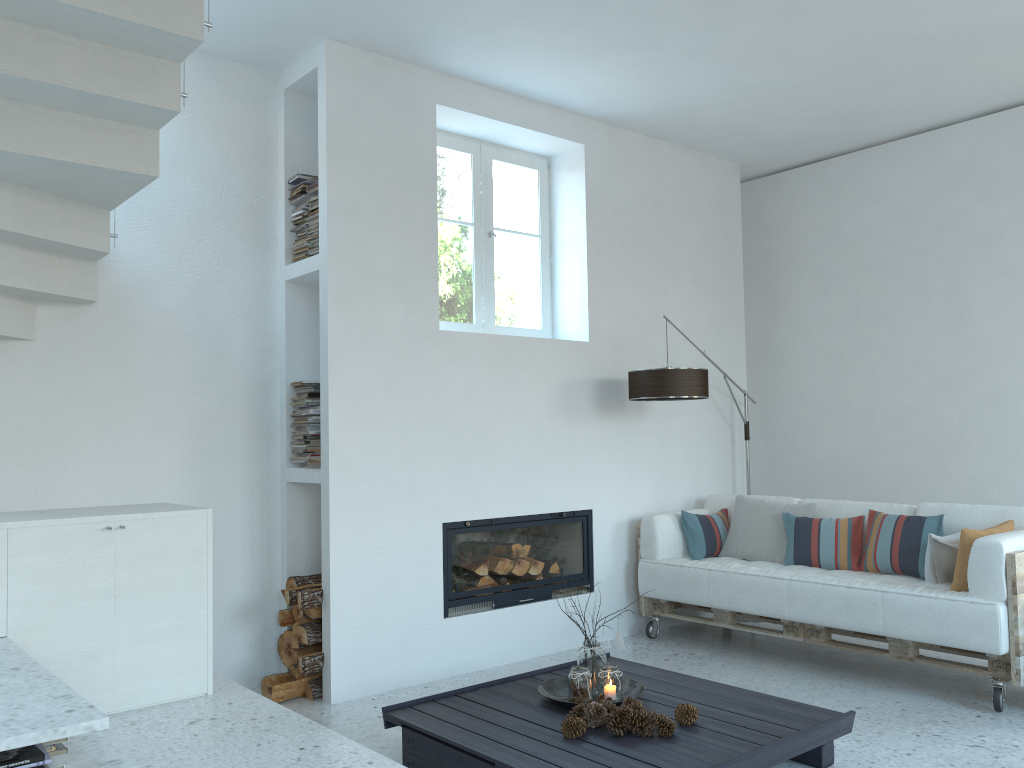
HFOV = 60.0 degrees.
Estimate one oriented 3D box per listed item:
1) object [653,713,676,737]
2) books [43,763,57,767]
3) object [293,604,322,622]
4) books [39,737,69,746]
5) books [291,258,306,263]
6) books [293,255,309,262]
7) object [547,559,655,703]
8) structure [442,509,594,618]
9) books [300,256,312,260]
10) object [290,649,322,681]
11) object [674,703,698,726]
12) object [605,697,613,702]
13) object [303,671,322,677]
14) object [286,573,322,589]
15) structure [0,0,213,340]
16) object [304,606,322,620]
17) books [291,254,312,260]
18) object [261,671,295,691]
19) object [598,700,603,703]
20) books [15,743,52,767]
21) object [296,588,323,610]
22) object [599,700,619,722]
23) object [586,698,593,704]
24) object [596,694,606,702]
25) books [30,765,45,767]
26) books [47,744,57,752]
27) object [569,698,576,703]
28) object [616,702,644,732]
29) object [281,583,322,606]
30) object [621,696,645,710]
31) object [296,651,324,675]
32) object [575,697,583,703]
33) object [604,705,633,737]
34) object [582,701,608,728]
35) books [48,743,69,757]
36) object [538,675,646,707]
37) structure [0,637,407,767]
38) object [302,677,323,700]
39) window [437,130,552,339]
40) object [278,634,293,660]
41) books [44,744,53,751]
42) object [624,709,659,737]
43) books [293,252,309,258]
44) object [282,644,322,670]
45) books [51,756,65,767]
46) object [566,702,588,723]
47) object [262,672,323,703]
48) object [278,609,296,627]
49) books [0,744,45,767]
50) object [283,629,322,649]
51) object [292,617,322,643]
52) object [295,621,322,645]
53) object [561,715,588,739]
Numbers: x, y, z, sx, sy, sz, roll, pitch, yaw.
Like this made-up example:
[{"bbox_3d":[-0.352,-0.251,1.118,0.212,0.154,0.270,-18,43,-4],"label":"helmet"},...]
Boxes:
[{"bbox_3d":[0.533,1.197,3.104,0.082,0.085,0.082,0,-3,-25],"label":"object"},{"bbox_3d":[-1.139,0.857,1.892,0.297,0.014,0.185,2,-5,-41],"label":"books"},{"bbox_3d":[-0.963,1.170,4.578,0.328,0.152,0.133,2,-4,-43],"label":"object"},{"bbox_3d":[-1.197,0.847,2.148,0.190,0.015,0.230,1,-4,-35],"label":"books"},{"bbox_3d":[-0.999,-0.631,4.689,0.290,0.013,0.157,2,-5,-44],"label":"books"},{"bbox_3d":[-1.003,-0.649,4.694,0.273,0.006,0.158,2,-5,-42],"label":"books"},{"bbox_3d":[0.372,0.990,3.608,0.435,0.521,0.309,-1,-3,-10],"label":"object"},{"bbox_3d":[-0.130,1.057,5.293,1.211,0.584,0.735,2,-5,-43],"label":"structure"},{"bbox_3d":[-0.995,-0.642,4.684,0.250,0.009,0.187,2,-5,-41],"label":"books"},{"bbox_3d":[-0.911,1.361,4.435,0.446,0.207,0.084,2,-4,-45],"label":"object"},{"bbox_3d":[0.640,1.200,3.225,0.098,0.083,0.081,1,-4,-35],"label":"object"},{"bbox_3d":[0.376,1.225,3.430,0.030,0.035,0.035,0,-3,-17],"label":"object"},{"bbox_3d":[-0.892,1.379,4.464,0.149,0.107,0.394,-4,-4,41],"label":"object"},{"bbox_3d":[-1.002,1.062,4.645,0.332,0.140,0.141,2,-4,-40],"label":"object"},{"bbox_3d":[-1.843,-0.582,2.527,1.954,3.380,2.615,1,-4,-40],"label":"structure"},{"bbox_3d":[-0.843,1.117,4.517,0.434,0.103,0.141,2,-5,-44],"label":"object"},{"bbox_3d":[-1.007,-0.654,4.699,0.290,0.007,0.130,2,-5,-45],"label":"books"},{"bbox_3d":[-1.060,1.505,4.553,0.446,0.097,0.117,2,-5,-44],"label":"object"},{"bbox_3d":[0.341,1.228,3.410,0.030,0.027,0.026,-2,-3,17],"label":"object"},{"bbox_3d":[-1.152,0.824,1.909,0.269,0.009,0.132,1,-4,-36],"label":"books"},{"bbox_3d":[-0.868,1.044,4.388,0.442,0.094,0.096,2,-5,-43],"label":"object"},{"bbox_3d":[0.354,1.202,3.236,0.091,0.086,0.106,0,-4,-26],"label":"object"},{"bbox_3d":[0.298,1.224,3.404,0.030,0.035,0.035,2,-4,-42],"label":"object"},{"bbox_3d":[0.346,1.222,3.442,0.039,0.043,0.038,-2,-3,21],"label":"object"},{"bbox_3d":[-1.154,0.846,1.911,0.242,0.012,0.137,2,-5,-39],"label":"books"},{"bbox_3d":[-1.211,0.869,2.135,0.168,0.012,0.210,2,-5,-39],"label":"books"},{"bbox_3d":[0.235,1.230,3.438,0.029,0.030,0.025,0,-3,-19],"label":"object"},{"bbox_3d":[0.416,1.189,3.169,0.108,0.108,0.094,-2,-3,18],"label":"object"},{"bbox_3d":[-0.972,1.064,4.566,0.418,0.101,0.110,2,-4,-38],"label":"object"},{"bbox_3d":[0.449,1.204,3.291,0.092,0.100,0.083,1,-4,-35],"label":"object"},{"bbox_3d":[-0.859,1.348,4.370,0.442,0.094,0.096,2,-5,-43],"label":"object"},{"bbox_3d":[0.258,1.227,3.423,0.031,0.035,0.031,1,-4,-39],"label":"object"},{"bbox_3d":[0.374,1.178,3.105,0.097,0.106,0.090,0,-3,-19],"label":"object"},{"bbox_3d":[0.300,1.192,3.195,0.097,0.102,0.099,-2,-3,20],"label":"object"},{"bbox_3d":[-1.202,0.881,2.141,0.189,0.013,0.215,2,-5,-41],"label":"books"},{"bbox_3d":[0.317,1.230,3.534,0.429,0.038,0.430,-1,-4,0],"label":"object"},{"bbox_3d":[-2.017,1.092,2.095,3.113,0.659,2.901,2,-5,-40],"label":"structure"},{"bbox_3d":[-0.865,1.501,4.467,0.138,0.097,0.408,-4,-5,44],"label":"object"},{"bbox_3d":[-0.165,-0.868,5.345,1.117,1.225,0.072,2,-4,-40],"label":"window"},{"bbox_3d":[-0.992,1.344,4.621,0.439,0.148,0.128,2,-4,-40],"label":"object"},{"bbox_3d":[-1.213,0.858,2.134,0.153,0.009,0.260,2,-4,-37],"label":"books"},{"bbox_3d":[0.458,1.190,3.110,0.110,0.101,0.114,-3,-4,32],"label":"object"},{"bbox_3d":[-1.009,-0.663,4.702,0.264,0.012,0.143,2,-5,-41],"label":"books"},{"bbox_3d":[-0.962,1.376,4.579,0.169,0.109,0.440,-4,-4,38],"label":"object"},{"bbox_3d":[-1.205,0.919,2.137,0.177,0.015,0.216,2,-5,-42],"label":"books"},{"bbox_3d":[0.239,1.202,3.212,0.086,0.101,0.078,-2,-3,24],"label":"object"},{"bbox_3d":[-0.969,1.477,4.451,0.134,0.108,0.642,-4,-4,38],"label":"object"},{"bbox_3d":[-1.034,1.197,4.625,0.406,0.086,0.088,2,-4,-42],"label":"object"},{"bbox_3d":[-1.150,0.813,1.907,0.228,0.014,0.149,2,-5,-42],"label":"books"},{"bbox_3d":[-0.990,1.295,4.582,0.132,0.109,0.397,-3,-4,35],"label":"object"},{"bbox_3d":[-0.956,1.274,4.529,0.068,0.225,0.405,-4,-4,43],"label":"object"},{"bbox_3d":[-0.887,1.231,4.464,0.393,0.092,0.129,2,-5,-45],"label":"object"},{"bbox_3d":[0.220,1.205,3.119,0.098,0.084,0.078,2,-4,-39],"label":"object"}]
